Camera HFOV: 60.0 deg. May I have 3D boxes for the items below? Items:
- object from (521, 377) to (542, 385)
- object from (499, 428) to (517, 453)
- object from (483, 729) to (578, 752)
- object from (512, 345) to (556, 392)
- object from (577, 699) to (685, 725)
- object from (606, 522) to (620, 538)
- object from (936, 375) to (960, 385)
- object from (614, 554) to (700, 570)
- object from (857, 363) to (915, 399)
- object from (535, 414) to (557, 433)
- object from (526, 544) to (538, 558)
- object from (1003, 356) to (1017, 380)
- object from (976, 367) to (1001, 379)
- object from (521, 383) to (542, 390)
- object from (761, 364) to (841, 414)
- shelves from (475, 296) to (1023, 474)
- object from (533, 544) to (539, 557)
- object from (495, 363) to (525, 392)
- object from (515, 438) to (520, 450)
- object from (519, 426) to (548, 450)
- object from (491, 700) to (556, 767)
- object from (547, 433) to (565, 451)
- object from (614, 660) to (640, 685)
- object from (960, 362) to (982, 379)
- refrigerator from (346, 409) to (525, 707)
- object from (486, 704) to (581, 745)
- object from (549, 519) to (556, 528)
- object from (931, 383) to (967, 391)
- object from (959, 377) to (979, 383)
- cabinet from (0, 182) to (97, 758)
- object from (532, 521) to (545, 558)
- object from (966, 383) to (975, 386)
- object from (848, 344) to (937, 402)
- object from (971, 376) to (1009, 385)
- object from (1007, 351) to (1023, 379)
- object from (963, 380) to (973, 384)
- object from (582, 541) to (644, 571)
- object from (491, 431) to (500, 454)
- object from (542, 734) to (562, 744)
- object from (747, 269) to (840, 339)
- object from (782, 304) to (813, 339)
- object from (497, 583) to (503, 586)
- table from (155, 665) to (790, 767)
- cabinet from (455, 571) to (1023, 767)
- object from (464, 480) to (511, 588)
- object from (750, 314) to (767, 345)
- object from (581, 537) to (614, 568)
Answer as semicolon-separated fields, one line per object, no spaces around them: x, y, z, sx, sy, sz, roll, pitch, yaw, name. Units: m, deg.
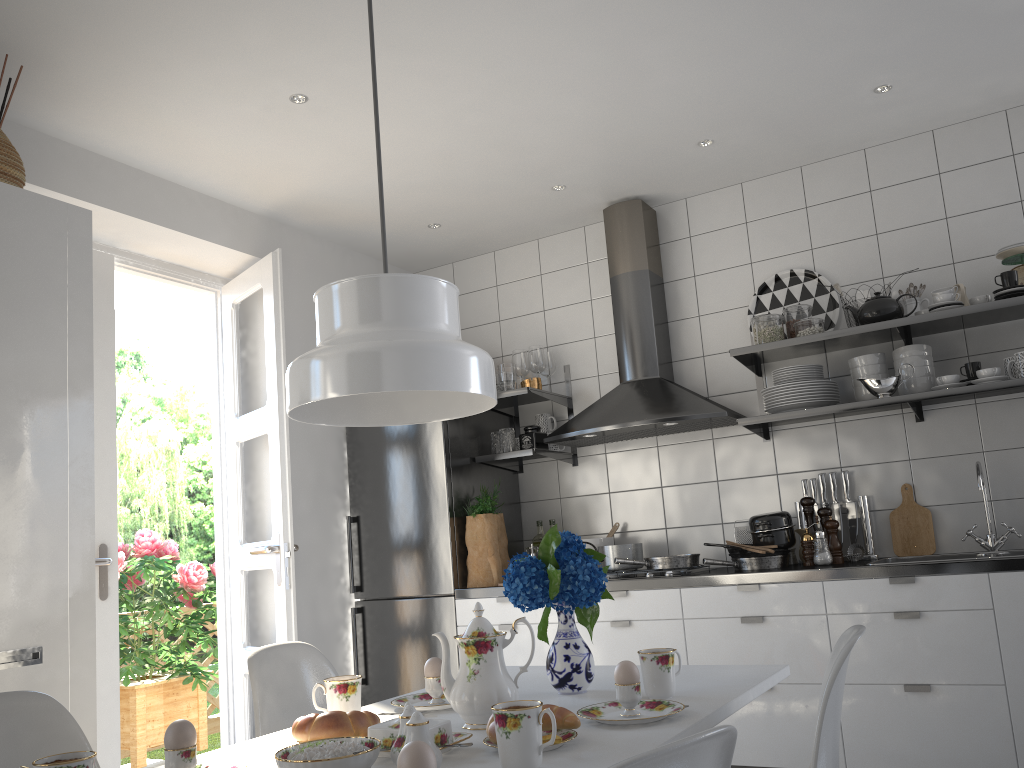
0.091;0.001;4.226;0.100;0.048;0.101;3;-13;-36;object
-0.021;0.269;4.179;0.086;0.119;0.086;-9;-10;26;object
0.031;0.593;1.468;0.158;0.015;0.158;-13;-14;39;object
0.110;-0.049;4.420;0.193;0.243;0.206;-9;-11;27;object
0.220;0.611;1.643;0.201;0.015;0.201;-12;-13;34;object
0.411;0.769;4.137;0.221;0.231;0.081;-3;-9;-10;object
1.608;-0.003;3.263;0.079;0.047;0.083;-9;-11;22;object
0.605;0.736;3.679;0.351;0.060;0.233;-6;-11;8;object
1.430;-0.002;3.385;0.210;0.134;0.102;-7;-10;12;object
0.161;0.199;4.372;0.083;0.099;0.109;0;-11;-26;object
0.099;0.845;4.202;0.059;0.171;0.059;-3;-9;-11;object
1.845;-0.049;3.217;0.083;0.099;0.109;0;-11;-26;object
1.710;-0.028;3.177;0.080;0.047;0.083;-14;-14;42;object
0.094;0.022;4.223;0.100;0.036;0.100;4;-14;-40;object
1.178;0.033;3.630;0.307;0.194;0.302;-11;-12;34;object
0.996;-0.021;3.772;2.547;0.509;0.428;-11;-11;29;shelves
0.104;0.857;4.266;0.059;0.171;0.059;-3;-9;-11;object
-0.042;-0.007;4.281;0.190;0.133;0.229;-8;-11;20;object
0.048;0.324;4.448;0.083;0.099;0.109;-4;-10;-1;object
0.101;0.261;4.194;0.100;0.122;0.100;-12;-12;39;object
0.014;0.524;1.311;0.078;0.095;0.091;0;-10;-23;object
0.199;0.292;4.343;0.108;0.099;0.083;-8;-10;19;object
0.215;0.548;1.653;0.048;0.062;0.048;-11;-11;33;object
1.742;-0.041;3.351;0.055;0.078;0.071;-3;-10;-10;object
-0.355;0.927;4.312;0.578;1.790;0.696;-10;-10;29;refrigerator
0.023;0.568;1.489;0.161;0.057;0.124;6;-15;-45;object
0.212;0.795;4.279;0.090;0.280;0.082;-10;-10;29;object
1.611;0.017;3.262;0.121;0.021;0.121;-10;-12;27;object
1.747;-0.008;3.340;0.121;0.023;0.122;-6;-11;10;object
-1.753;0.462;2.054;0.514;2.084;1.382;-9;-10;29;cabinet
0.145;0.809;4.324;0.066;0.280;0.066;-9;-9;24;object
1.749;0.011;3.335;0.121;0.021;0.122;1;-12;-25;object
1.511;-0.024;3.521;0.310;0.215;0.150;-10;-10;27;object
1.713;-0.007;3.175;0.121;0.021;0.121;-12;-13;34;object
1.826;-0.061;3.147;0.083;0.099;0.109;-4;-10;-1;object
1.749;0.001;3.335;0.121;0.023;0.122;-5;-11;1;object
0.413;0.750;3.918;0.347;0.153;0.201;-1;-11;-20;object
-0.063;0.289;4.268;0.086;0.119;0.086;-12;-12;40;object
0.049;0.577;1.441;0.109;0.036;0.070;-13;-13;37;object
1.230;-0.313;3.884;0.396;0.391;0.053;-10;-10;30;object
1.196;-0.236;3.686;0.121;0.170;0.122;3;-12;-40;object
0.130;0.864;3.878;0.331;0.012;0.221;-11;-12;29;object
-0.119;0.953;1.501;0.816;0.656;1.832;-10;-12;29;table
1.333;1.114;3.314;3.247;0.790;0.664;-11;-11;29;cabinet
-0.115;0.676;4.055;0.174;0.506;0.284;-7;-9;17;object
1.091;-0.205;3.804;0.121;0.170;0.122;3;-12;-40;object
0.358;0.811;4.130;0.247;0.174;0.249;-1;-11;-19;object
